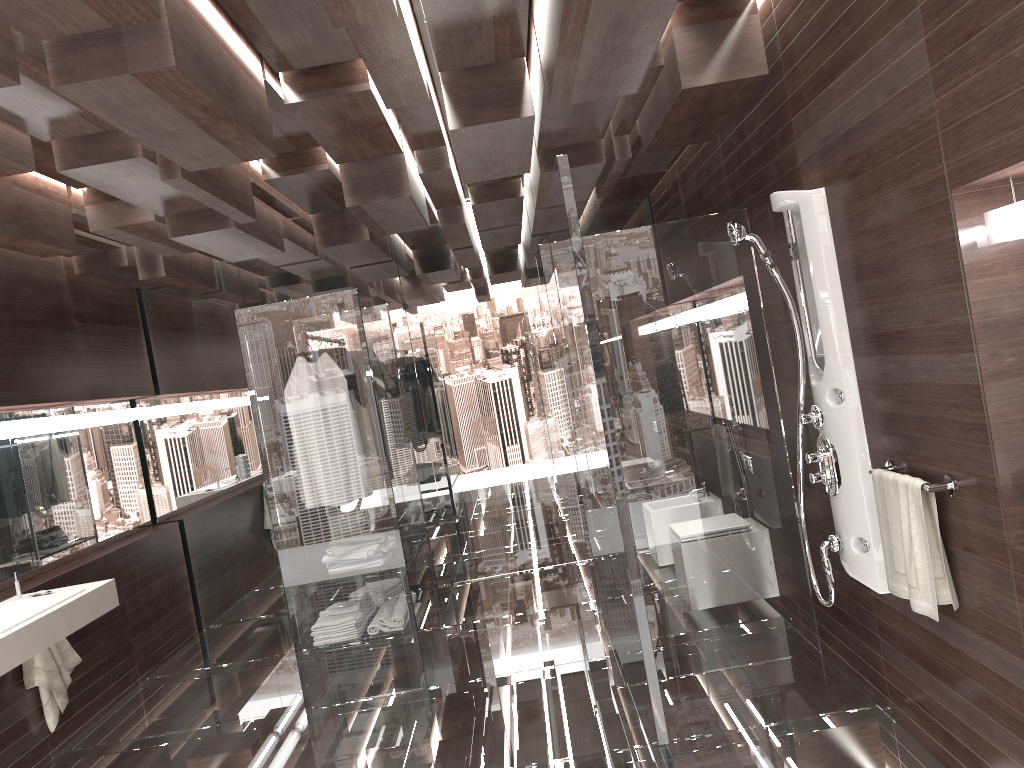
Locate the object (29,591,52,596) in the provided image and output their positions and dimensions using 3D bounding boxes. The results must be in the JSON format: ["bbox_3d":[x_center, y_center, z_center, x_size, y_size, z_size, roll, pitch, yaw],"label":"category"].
[{"bbox_3d":[-2.207,0.986,4.159,0.108,0.011,0.065,-10,1,21],"label":"object"}]

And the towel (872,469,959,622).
[{"bbox_3d":[1.218,0.482,2.730,0.097,0.414,0.352,-10,1,-7],"label":"towel"}]

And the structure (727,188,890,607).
[{"bbox_3d":[1.104,0.069,3.298,0.354,1.560,0.323,-10,1,21],"label":"structure"}]

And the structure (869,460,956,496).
[{"bbox_3d":[1.217,0.292,2.729,0.071,0.061,0.455,-10,1,0],"label":"structure"}]

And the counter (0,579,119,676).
[{"bbox_3d":[-2.149,1.062,3.308,0.488,0.131,1.954,-10,1,0],"label":"counter"}]

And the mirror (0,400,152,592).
[{"bbox_3d":[-0.641,0.257,3.805,4.126,0.916,5.081,-10,1,0],"label":"mirror"}]

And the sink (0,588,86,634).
[{"bbox_3d":[-2.191,0.928,3.755,0.427,0.193,0.681,-10,1,0],"label":"sink"}]

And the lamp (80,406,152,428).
[{"bbox_3d":[-2.618,0.214,5.851,0.082,0.082,0.950,-10,1,0],"label":"lamp"}]

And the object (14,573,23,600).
[{"bbox_3d":[-2.302,0.941,4.129,0.022,0.132,0.022,-9,1,37],"label":"object"}]

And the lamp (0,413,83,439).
[{"bbox_3d":[-2.619,0.232,4.842,0.082,0.082,0.950,-10,1,0],"label":"lamp"}]

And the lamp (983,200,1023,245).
[{"bbox_3d":[1.228,-0.387,1.750,0.082,0.082,0.950,-10,1,0],"label":"lamp"}]

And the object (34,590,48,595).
[{"bbox_3d":[-2.208,0.979,4.158,0.066,0.016,0.035,-10,1,20],"label":"object"}]

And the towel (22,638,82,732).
[{"bbox_3d":[-2.254,1.354,4.361,0.156,0.678,0.368,-10,1,0],"label":"towel"}]
